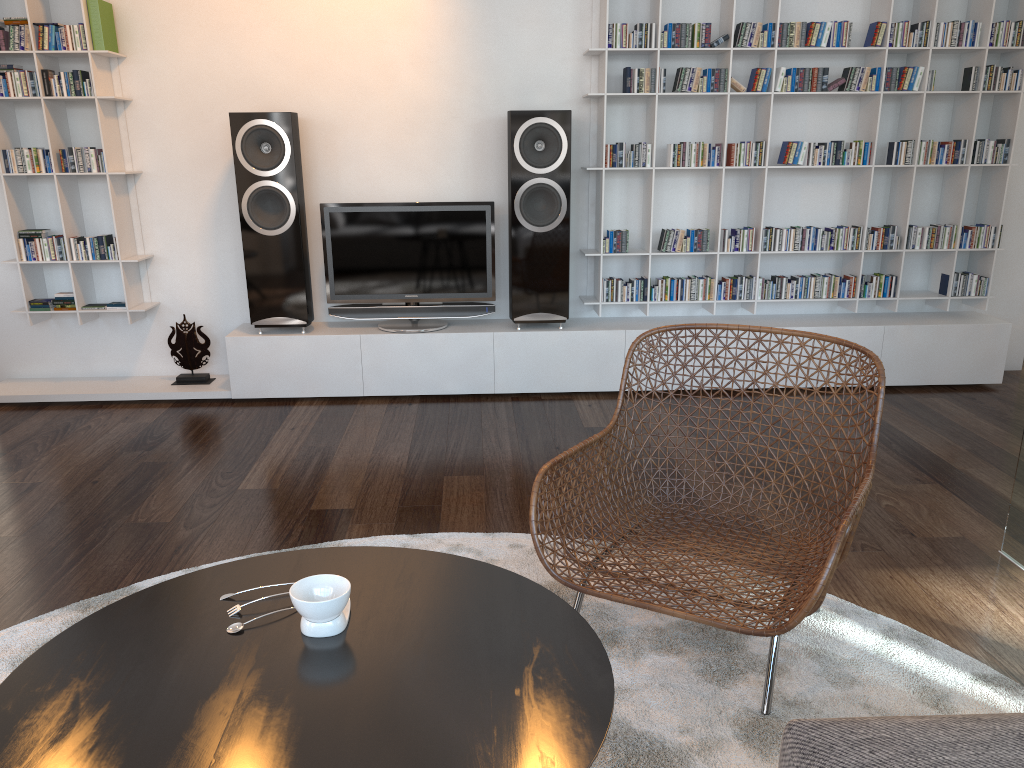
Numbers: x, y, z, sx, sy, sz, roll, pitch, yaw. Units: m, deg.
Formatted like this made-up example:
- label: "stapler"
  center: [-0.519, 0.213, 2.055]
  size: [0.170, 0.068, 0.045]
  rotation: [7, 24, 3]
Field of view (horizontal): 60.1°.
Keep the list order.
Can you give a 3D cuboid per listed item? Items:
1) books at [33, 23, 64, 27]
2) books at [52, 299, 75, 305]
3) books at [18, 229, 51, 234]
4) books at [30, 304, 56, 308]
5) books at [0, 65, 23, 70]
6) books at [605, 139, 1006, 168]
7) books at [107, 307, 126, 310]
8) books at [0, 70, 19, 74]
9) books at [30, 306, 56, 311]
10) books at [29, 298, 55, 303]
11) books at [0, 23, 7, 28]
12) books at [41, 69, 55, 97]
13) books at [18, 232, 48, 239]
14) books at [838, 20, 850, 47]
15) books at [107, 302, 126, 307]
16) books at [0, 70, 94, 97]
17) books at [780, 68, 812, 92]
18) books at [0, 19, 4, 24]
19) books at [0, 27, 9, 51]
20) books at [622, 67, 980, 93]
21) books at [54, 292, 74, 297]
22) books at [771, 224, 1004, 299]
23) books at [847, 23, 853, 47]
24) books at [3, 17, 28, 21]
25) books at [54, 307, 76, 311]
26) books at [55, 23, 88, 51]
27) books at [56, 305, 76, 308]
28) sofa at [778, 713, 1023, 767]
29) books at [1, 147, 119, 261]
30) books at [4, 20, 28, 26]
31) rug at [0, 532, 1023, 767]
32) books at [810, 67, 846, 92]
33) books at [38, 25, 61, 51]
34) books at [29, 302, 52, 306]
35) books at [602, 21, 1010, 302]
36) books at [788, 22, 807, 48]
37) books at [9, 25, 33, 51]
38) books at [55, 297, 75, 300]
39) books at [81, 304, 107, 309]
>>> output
- label: "books"
  center: [-2.051, -1.591, 3.917]
  size: [0.107, 0.009, 0.067]
  rotation: [-1, 15, -2]
- label: "books"
  center: [-2.163, -0.401, 4.296]
  size: [0.107, 0.023, 0.067]
  rotation: [-1, 15, -2]
- label: "books"
  center: [-2.277, -0.729, 4.220]
  size: [0.111, 0.013, 0.091]
  rotation: [-1, 15, -2]
- label: "books"
  center: [-2.279, -0.382, 4.300]
  size: [0.092, 0.014, 0.068]
  rotation: [-1, 15, -2]
- label: "books"
  center: [-2.287, -1.427, 3.996]
  size: [0.111, 0.023, 0.094]
  rotation: [-1, 15, -2]
- label: "books"
  center: [1.398, -1.109, 4.249]
  size: [1.924, 0.117, 0.112]
  rotation: [-1, 17, -2]
- label: "books"
  center: [-1.924, -0.377, 4.330]
  size: [0.092, 0.014, 0.068]
  rotation: [-1, 15, -2]
- label: "books"
  center: [-2.284, -1.411, 3.997]
  size: [0.111, 0.013, 0.091]
  rotation: [-1, 15, -2]
- label: "books"
  center: [-2.279, -0.368, 4.303]
  size: [0.098, 0.015, 0.073]
  rotation: [-1, 15, -2]
- label: "books"
  center: [-2.276, -0.405, 4.293]
  size: [0.107, 0.009, 0.067]
  rotation: [-1, 15, -2]
- label: "books"
  center: [-2.300, -1.588, 3.911]
  size: [0.092, 0.014, 0.068]
  rotation: [-1, 15, -2]
- label: "books"
  center: [-2.090, -1.358, 4.000]
  size: [0.029, 0.118, 0.072]
  rotation: [-1, 17, -2]
- label: "books"
  center: [-2.277, -0.708, 4.209]
  size: [0.107, 0.023, 0.067]
  rotation: [-1, 15, -2]
- label: "books"
  center: [1.231, -1.765, 4.022]
  size: [0.621, 0.448, 0.099]
  rotation: [-1, 18, -3]
- label: "books"
  center: [-1.920, -0.389, 4.323]
  size: [0.093, 0.014, 0.068]
  rotation: [0, 15, 3]
- label: "books"
  center: [-2.111, -1.361, 4.016]
  size: [0.467, 0.115, 0.120]
  rotation: [-1, 17, -2]
- label: "books"
  center: [1.325, -1.420, 4.140]
  size: [0.132, 0.106, 0.097]
  rotation: [-2, 17, -4]
- label: "books"
  center: [-2.296, -1.600, 3.903]
  size: [0.093, 0.014, 0.068]
  rotation: [0, 15, 3]
- label: "books"
  center: [-2.296, -1.532, 3.935]
  size: [0.101, 0.106, 0.094]
  rotation: [-1, 17, -2]
- label: "books"
  center: [1.303, -1.785, 4.020]
  size: [1.753, 0.877, 0.112]
  rotation: [-1, 18, -2]
- label: "books"
  center: [-2.156, -0.434, 4.289]
  size: [0.092, 0.014, 0.068]
  rotation: [-1, 15, -2]
- label: "books"
  center: [1.862, -0.615, 4.434]
  size: [1.133, 0.357, 0.112]
  rotation: [-1, 18, -2]
- label: "books"
  center: [0.993, -1.756, 4.013]
  size: [1.124, 0.441, 0.099]
  rotation: [-1, 18, -2]
- label: "books"
  center: [-2.170, -1.608, 3.909]
  size: [0.112, 0.015, 0.091]
  rotation: [-1, 15, -2]
- label: "books"
  center: [-2.163, -0.370, 4.311]
  size: [0.107, 0.017, 0.067]
  rotation: [-1, 15, -2]
- label: "books"
  center: [-1.948, -1.545, 3.953]
  size: [0.136, 0.115, 0.120]
  rotation: [-1, 17, -2]
- label: "books"
  center: [-2.156, -0.384, 4.304]
  size: [0.092, 0.014, 0.068]
  rotation: [-1, 15, -2]
- label: "sofa"
  center: [-0.127, 0.798, 0.309]
  size: [3.067, 0.687, 1.997]
  rotation: [-1, 15, -2]
- label: "books"
  center: [-2.108, -0.849, 4.182]
  size: [0.469, 0.522, 0.120]
  rotation: [-1, 18, -2]
- label: "books"
  center: [-2.171, -1.592, 3.905]
  size: [0.107, 0.018, 0.067]
  rotation: [-1, 15, -2]
- label: "rug"
  center: [-0.154, 0.833, 1.483]
  size: [2.828, 0.012, 2.787]
  rotation: [-7, 16, -22]
- label: "books"
  center: [1.475, -1.422, 4.145]
  size: [0.163, 0.108, 0.088]
  rotation: [-1, 17, -2]
- label: "books"
  center: [-2.057, -1.537, 3.941]
  size: [0.088, 0.110, 0.094]
  rotation: [-1, 17, -2]
- label: "books"
  center: [-2.281, -0.395, 4.294]
  size: [0.092, 0.015, 0.068]
  rotation: [-1, 15, -2]
- label: "books"
  center: [1.407, -1.320, 4.179]
  size: [1.952, 1.861, 0.112]
  rotation: [-1, 18, -2]
- label: "books"
  center: [1.305, -1.604, 4.077]
  size: [0.074, 0.111, 0.088]
  rotation: [-1, 17, -2]
- label: "books"
  center: [-2.173, -1.536, 3.939]
  size: [0.114, 0.110, 0.094]
  rotation: [-1, 17, -2]
- label: "books"
  center: [-2.156, -0.420, 4.293]
  size: [0.092, 0.014, 0.068]
  rotation: [-1, 15, -2]
- label: "books"
  center: [-2.040, -0.381, 4.346]
  size: [0.111, 0.013, 0.091]
  rotation: [-1, 15, -2]
